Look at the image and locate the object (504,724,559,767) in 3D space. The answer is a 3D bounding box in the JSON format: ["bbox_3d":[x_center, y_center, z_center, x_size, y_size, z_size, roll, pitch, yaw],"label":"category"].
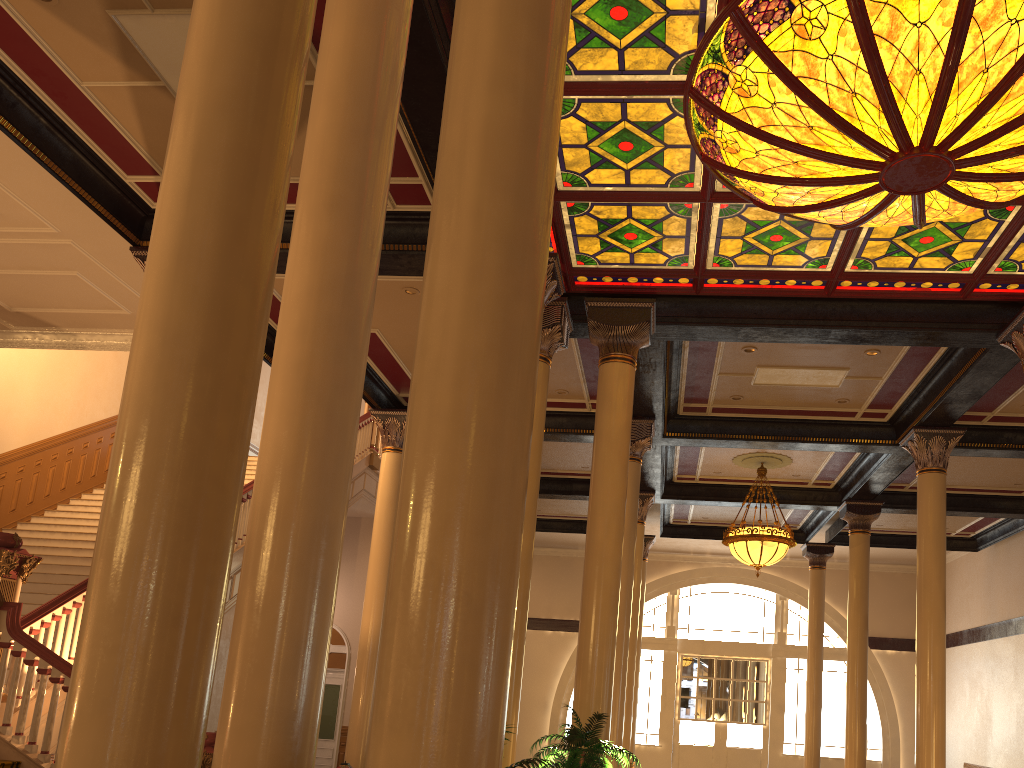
[{"bbox_3d":[-0.188,2.151,2.857,1.042,2.085,1.109,5,-13,-3],"label":"object"}]

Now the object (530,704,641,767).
[{"bbox_3d":[0.451,3.633,6.899,1.135,2.085,1.017,13,-15,-32],"label":"object"}]

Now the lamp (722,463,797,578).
[{"bbox_3d":[4.010,2.195,14.057,1.185,1.848,1.236,4,-14,3],"label":"lamp"}]

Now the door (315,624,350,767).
[{"bbox_3d":[-4.178,6.641,18.035,1.459,3.372,0.210,3,-11,6],"label":"door"}]

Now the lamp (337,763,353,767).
[{"bbox_3d":[-1.965,4.625,10.109,0.317,0.407,0.333,3,-14,5],"label":"lamp"}]

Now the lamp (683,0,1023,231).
[{"bbox_3d":[2.577,-1.603,5.532,2.968,0.584,3.143,2,-19,6],"label":"lamp"}]
